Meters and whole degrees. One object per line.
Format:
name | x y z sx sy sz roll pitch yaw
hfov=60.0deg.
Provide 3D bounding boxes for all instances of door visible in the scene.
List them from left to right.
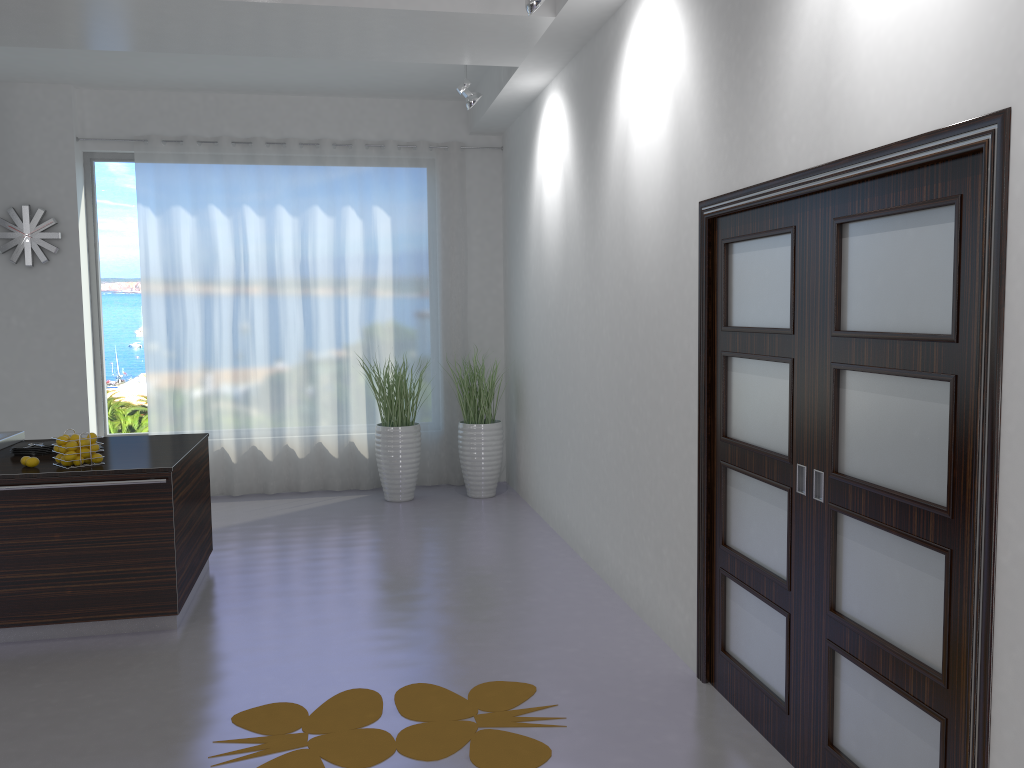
door | 1.072 0.326 2.974 0.220 2.061 1.764 -2 5 -11

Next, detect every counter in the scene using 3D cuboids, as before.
counter | -3.438 0.616 4.787 3.291 1.300 1.302 -2 5 -11

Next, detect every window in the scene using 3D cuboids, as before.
window | -2.170 -0.775 7.982 3.000 2.500 0.100 -2 5 -11

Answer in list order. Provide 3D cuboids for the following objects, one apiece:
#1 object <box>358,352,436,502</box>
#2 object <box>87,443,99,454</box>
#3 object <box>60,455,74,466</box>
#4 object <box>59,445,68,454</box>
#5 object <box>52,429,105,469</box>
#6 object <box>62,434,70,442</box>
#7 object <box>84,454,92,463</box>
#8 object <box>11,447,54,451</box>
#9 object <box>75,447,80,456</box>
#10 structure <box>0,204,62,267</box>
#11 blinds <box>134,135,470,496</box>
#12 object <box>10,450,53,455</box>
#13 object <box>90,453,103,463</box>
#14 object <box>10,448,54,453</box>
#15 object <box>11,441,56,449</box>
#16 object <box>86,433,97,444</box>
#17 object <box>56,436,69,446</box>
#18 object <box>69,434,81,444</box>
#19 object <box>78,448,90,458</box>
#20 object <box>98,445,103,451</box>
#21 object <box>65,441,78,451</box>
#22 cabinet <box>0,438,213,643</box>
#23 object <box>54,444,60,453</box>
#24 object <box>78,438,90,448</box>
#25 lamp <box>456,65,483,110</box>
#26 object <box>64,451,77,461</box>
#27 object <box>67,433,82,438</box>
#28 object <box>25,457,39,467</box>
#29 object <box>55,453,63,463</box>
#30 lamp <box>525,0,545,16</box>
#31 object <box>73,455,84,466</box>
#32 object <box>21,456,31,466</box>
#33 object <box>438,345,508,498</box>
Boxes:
object | -0.984 0.335 7.525 0.713 1.334 0.656 -2 5 -11
object | -2.160 0.331 4.574 0.053 0.054 0.061 3 6 35
object | -2.257 0.387 4.514 0.064 0.063 0.074 0 5 9
object | -2.274 0.335 4.519 0.062 0.053 0.052 -5 6 -39
object | -2.231 0.326 4.559 0.207 0.174 0.189 4 7 44
object | -2.307 0.290 4.576 0.052 0.060 0.057 -3 5 -23
object | -2.194 0.384 4.583 0.050 0.055 0.061 3 6 34
object | -2.666 0.357 4.973 0.232 0.020 0.232 -1 5 -7
object | -2.206 0.347 4.533 0.051 0.053 0.062 -1 5 -3
structure | -3.958 -1.213 7.251 0.505 0.505 0.076 -2 5 -11
blinds | -1.778 -0.581 7.846 2.830 3.112 0.120 -2 5 -11
object | -2.666 0.377 4.975 0.232 0.020 0.232 -1 5 -2
object | -2.138 0.382 4.563 0.053 0.052 0.062 2 5 28
object | -2.666 0.367 4.974 0.232 0.020 0.232 -1 5 -2
object | -2.850 0.282 5.012 0.646 0.147 0.269 0 5 14
object | -2.173 0.281 4.586 0.050 0.060 0.059 -2 5 -11
object | -2.294 0.290 4.524 0.063 0.051 0.053 3 6 36
object | -2.242 0.283 4.553 0.051 0.053 0.063 -2 5 -9
object | -2.179 0.351 4.519 0.061 0.055 0.051 -4 6 -32
object | -2.408 0.344 5.034 0.153 0.069 0.153 -4 6 -37
object | -2.229 0.315 4.489 0.061 0.052 0.053 -1 5 2
cabinet | -3.435 0.840 4.795 3.285 0.852 1.377 -2 5 -11
object | -2.324 0.331 4.556 0.053 0.051 0.063 -5 6 -42
object | -2.181 0.300 4.520 0.051 0.053 0.063 -1 5 2
lamp | -0.293 -2.140 6.087 0.185 0.511 0.150 -2 5 -11
object | -2.224 0.363 4.467 0.061 0.054 0.052 -4 6 -34
object | -2.584 0.329 5.242 0.153 0.069 0.153 1 5 22
object | -2.429 0.397 4.491 0.063 0.051 0.053 -1 5 -7
object | -2.309 0.379 4.547 0.060 0.057 0.052 -2 5 -9
lamp | 0.090 -1.980 4.131 0.185 0.511 0.150 -2 5 -11
object | -2.200 0.389 4.503 0.051 0.053 0.063 -1 5 -3
object | -2.479 0.394 4.531 0.053 0.051 0.063 -5 6 -42
object | -0.342 0.313 7.682 0.656 1.334 0.713 -3 5 -26
